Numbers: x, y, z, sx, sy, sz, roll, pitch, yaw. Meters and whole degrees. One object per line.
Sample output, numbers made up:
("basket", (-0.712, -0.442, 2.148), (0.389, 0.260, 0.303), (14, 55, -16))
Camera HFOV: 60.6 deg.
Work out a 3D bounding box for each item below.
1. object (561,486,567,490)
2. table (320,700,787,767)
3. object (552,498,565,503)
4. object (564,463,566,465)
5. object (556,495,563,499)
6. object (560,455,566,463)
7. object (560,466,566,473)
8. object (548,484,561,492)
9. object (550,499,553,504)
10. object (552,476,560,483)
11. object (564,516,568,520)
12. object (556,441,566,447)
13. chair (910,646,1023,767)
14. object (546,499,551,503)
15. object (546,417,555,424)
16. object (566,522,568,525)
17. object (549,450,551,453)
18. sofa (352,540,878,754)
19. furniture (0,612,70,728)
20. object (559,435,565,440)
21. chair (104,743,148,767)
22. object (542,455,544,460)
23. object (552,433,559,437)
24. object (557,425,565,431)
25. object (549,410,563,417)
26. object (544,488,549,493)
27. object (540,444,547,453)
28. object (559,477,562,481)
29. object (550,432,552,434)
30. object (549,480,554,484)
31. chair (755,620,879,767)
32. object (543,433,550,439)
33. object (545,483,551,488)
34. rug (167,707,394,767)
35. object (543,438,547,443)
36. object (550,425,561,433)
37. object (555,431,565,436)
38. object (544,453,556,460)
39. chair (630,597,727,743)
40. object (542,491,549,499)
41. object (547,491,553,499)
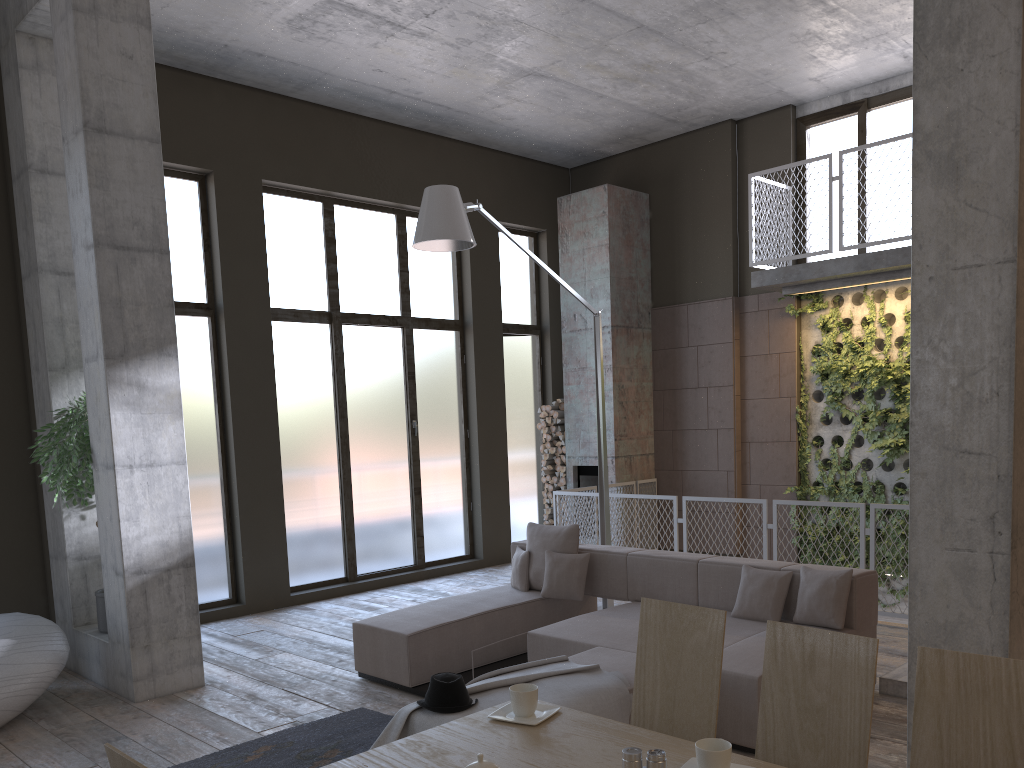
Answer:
("object", (0.796, 1.363, 11.490), (0.066, 0.086, 0.422), (0, 0, 43))
("table", (1.523, 1.346, 0.862), (1.005, 0.931, 5.189), (-4, 0, -45))
("object", (0.723, 1.523, 11.588), (0.093, 0.084, 0.476), (-1, 0, 45))
("object", (0.819, 1.014, 11.467), (0.101, 0.087, 0.360), (-1, 0, 45))
("object", (0.753, 1.454, 11.522), (0.452, 0.090, 0.090), (0, 0, -44))
("object", (0.783, 0.965, 11.398), (0.088, 0.109, 0.363), (0, 1, 45))
("object", (0.822, 1.098, 11.427), (0.093, 0.084, 0.476), (-1, 0, 45))
("object", (0.606, 1.358, 11.588), (0.292, 0.108, 0.098), (-1, 1, -44))
("object", (0.672, 1.537, 11.645), (0.067, 0.068, 0.420), (0, 0, 45))
("object", (0.710, 1.245, 11.539), (0.090, 0.090, 0.452), (-1, 0, 44))
("object", (0.837, 1.731, 11.513), (0.071, 0.073, 0.420), (0, 0, 45))
("object", (0.758, 0.784, 11.479), (0.115, 0.080, 0.432), (-2, -1, 45))
("chair", (0.979, 1.277, 1.988), (0.348, 1.208, 0.715), (3, 6, 42))
("object", (0.615, 1.540, 11.702), (0.067, 0.068, 0.420), (0, 0, 45))
("object", (0.640, 0.469, 11.475), (0.093, 0.084, 0.476), (-1, 0, 45))
("object", (0.867, 1.825, 11.511), (0.091, 0.093, 0.434), (0, 0, 45))
("object", (0.673, 0.868, 11.516), (0.115, 0.080, 0.432), (-2, -1, 45))
("sofa", (0.216, 1.642, 5.600), (2.993, 0.793, 2.998), (-1, -3, -44))
("furniture", (-3.857, 1.990, 5.646), (1.791, 0.819, 1.620), (-2, -1, -7))
("object", (0.769, 0.701, 11.419), (0.066, 0.086, 0.422), (0, 0, 43))
("chair", (-0.444, 1.336, 2.011), (0.716, 1.208, 0.348), (-6, 7, -44))
("object", (0.561, 0.960, 11.611), (0.067, 0.068, 0.420), (0, 0, 45))
("object", (0.665, 0.656, 11.505), (0.064, 0.075, 0.357), (0, 0, 44))
("object", (0.752, 0.569, 11.437), (0.067, 0.072, 0.420), (0, 0, 45))
("object", (0.638, 0.380, 11.415), (0.104, 0.085, 0.360), (-1, -1, 45))
("object", (0.526, 1.402, 11.619), (0.045, 0.073, 0.249), (1, 1, 45))
("object", (0.516, 0.854, 11.648), (0.064, 0.126, 0.361), (2, 2, 44))
("object", (0.779, 1.231, 11.509), (0.067, 0.072, 0.420), (0, 0, 45))
("object", (0.602, 0.620, 11.526), (0.089, 0.057, 0.330), (-2, -1, 45))
("object", (0.629, 1.282, 11.597), (0.089, 0.057, 0.330), (-2, -1, 45))
("chair", (0.635, 1.306, 2.359), (0.716, 1.208, 0.347), (-6, 6, -39))
("object", (0.544, 0.692, 11.614), (0.291, 0.104, 0.100), (-1, 1, -43))
("object", (0.571, 1.354, 11.685), (0.291, 0.104, 0.100), (-1, 1, -43))
("rug", (-1.596, 2.056, 4.243), (2.900, 0.049, 1.162), (0, -3, -44))
("object", (0.499, 0.740, 11.548), (0.045, 0.073, 0.249), (1, 1, 45))
("object", (0.683, 0.583, 11.468), (0.090, 0.090, 0.452), (-1, 0, 44))
("object", (0.733, 0.636, 11.429), (0.361, 0.068, 0.122), (0, -2, -43))
("object", (0.612, 0.945, 11.555), (0.093, 0.084, 0.476), (-1, 0, 45))
("chair", (0.324, 1.336, 2.762), (0.716, 1.208, 0.347), (-6, 6, -41))
("object", (0.554, 1.470, 11.702), (0.088, 0.109, 0.363), (0, 1, 45))
("object", (0.647, 1.459, 11.667), (0.092, 0.094, 0.434), (0, 0, 45))
